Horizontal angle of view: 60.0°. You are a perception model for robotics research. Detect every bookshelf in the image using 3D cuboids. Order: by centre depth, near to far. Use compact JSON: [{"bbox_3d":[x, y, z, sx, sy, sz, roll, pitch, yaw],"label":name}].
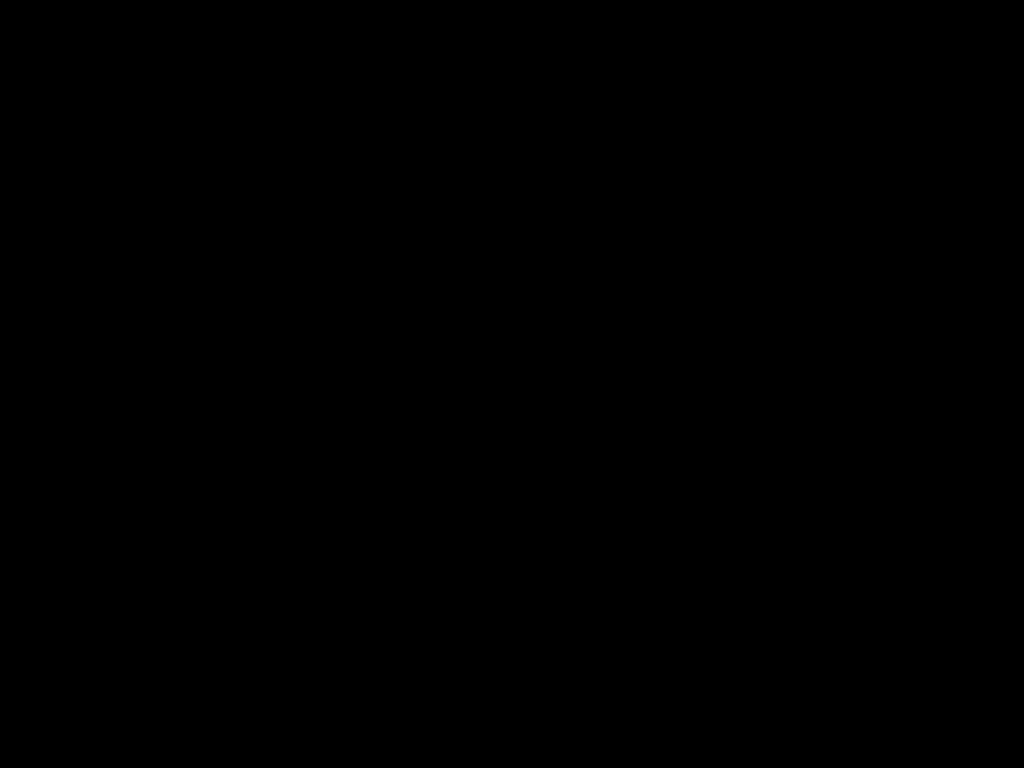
[{"bbox_3d":[0.513,0.235,2.427,1.495,0.303,0.643,2,-4,-1],"label":"bookshelf"}]

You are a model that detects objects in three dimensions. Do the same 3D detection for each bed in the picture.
[{"bbox_3d":[0.555,-0.235,0.630,2.087,0.994,3.009,2,-4,-1],"label":"bed"}]

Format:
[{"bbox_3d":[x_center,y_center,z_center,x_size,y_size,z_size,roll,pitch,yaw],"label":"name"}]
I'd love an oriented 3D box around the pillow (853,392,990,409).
[{"bbox_3d":[0.846,-0.033,2.202,0.498,0.241,0.470,5,-5,-36],"label":"pillow"}]
